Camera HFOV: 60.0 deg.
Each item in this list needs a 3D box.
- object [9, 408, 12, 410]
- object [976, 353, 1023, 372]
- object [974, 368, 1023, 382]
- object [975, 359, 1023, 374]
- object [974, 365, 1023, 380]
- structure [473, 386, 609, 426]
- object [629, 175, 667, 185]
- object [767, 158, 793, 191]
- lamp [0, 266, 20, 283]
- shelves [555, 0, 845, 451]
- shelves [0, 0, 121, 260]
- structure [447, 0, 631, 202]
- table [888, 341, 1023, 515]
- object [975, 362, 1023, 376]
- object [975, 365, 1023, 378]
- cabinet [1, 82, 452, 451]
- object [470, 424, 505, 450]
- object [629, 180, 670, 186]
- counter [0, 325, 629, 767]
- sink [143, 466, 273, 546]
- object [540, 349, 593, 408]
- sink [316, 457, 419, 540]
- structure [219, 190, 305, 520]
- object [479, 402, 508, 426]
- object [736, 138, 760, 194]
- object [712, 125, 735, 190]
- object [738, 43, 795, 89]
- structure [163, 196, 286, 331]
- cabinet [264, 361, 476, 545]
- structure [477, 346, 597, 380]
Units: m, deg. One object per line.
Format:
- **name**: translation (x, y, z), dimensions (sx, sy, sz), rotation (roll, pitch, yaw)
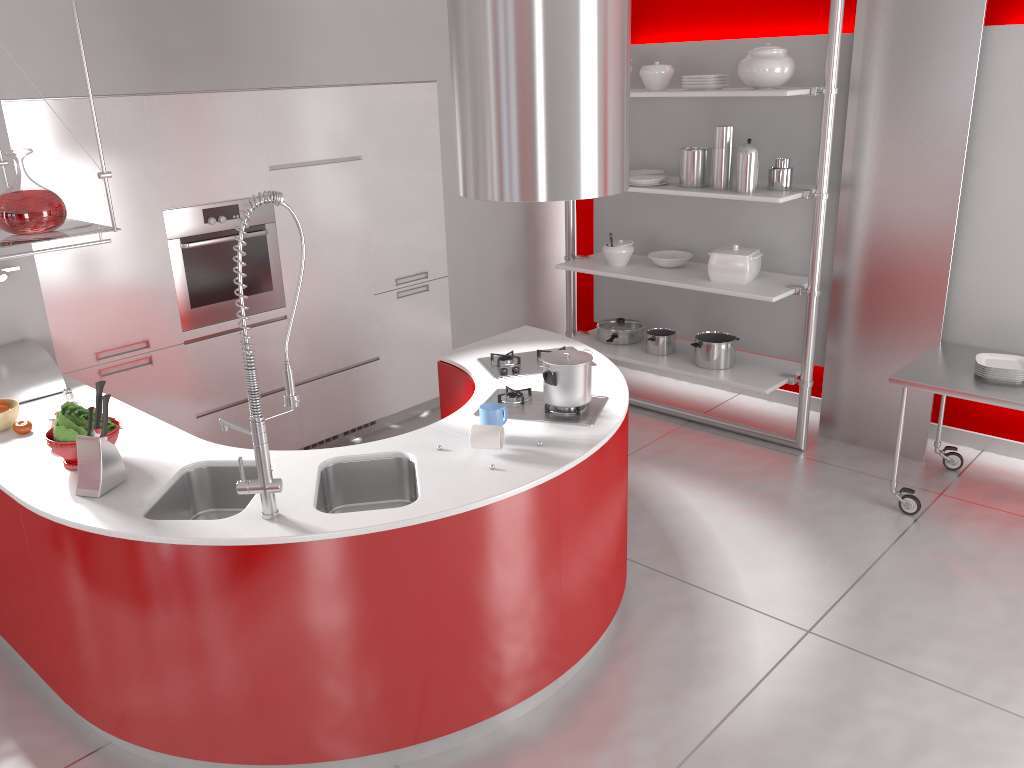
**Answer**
- **object**: translation (-1.896, 0.120, 3.335), dimensions (0.065, 0.056, 0.059), rotation (13, 24, 36)
- **object**: translation (2.245, -0.095, 4.053), dimensions (0.228, 0.020, 0.228), rotation (7, 21, 23)
- **object**: translation (2.247, -0.047, 4.070), dimensions (0.228, 0.020, 0.228), rotation (7, 21, 23)
- **object**: translation (2.245, -0.085, 4.056), dimensions (0.228, 0.020, 0.228), rotation (7, 21, 23)
- **object**: translation (2.246, -0.057, 4.066), dimensions (0.228, 0.020, 0.228), rotation (7, 21, 23)
- **structure**: translation (0.114, 0.069, 3.337), dimensions (0.457, 0.037, 0.303), rotation (4, 20, 17)
- **object**: translation (0.765, -1.168, 5.101), dimensions (0.244, 0.042, 0.244), rotation (8, 22, 26)
- **object**: translation (1.427, -1.115, 4.712), dimensions (0.127, 0.157, 0.127), rotation (-16, 24, -34)
- **lamp**: translation (-2.187, -0.419, 3.530), dimensions (0.155, 0.081, 0.454), rotation (15, 26, 40)
- **shelves**: translation (0.981, -1.023, 5.127), dimensions (1.735, 2.599, 0.535), rotation (15, 26, 40)
- **shelves**: translation (-1.803, -0.981, 2.921), dimensions (0.934, 1.023, 0.462), rotation (15, 26, 40)
- **structure**: translation (0.101, -1.178, 3.185), dimensions (0.644, 0.958, 0.644), rotation (1, 20, 9)
- **table**: translation (2.592, 0.356, 3.950), dimensions (1.627, 0.682, 0.749), rotation (16, 26, 41)
- **object**: translation (2.246, -0.076, 4.060), dimensions (0.228, 0.020, 0.228), rotation (7, 21, 23)
- **object**: translation (2.246, -0.066, 4.063), dimensions (0.228, 0.020, 0.228), rotation (7, 21, 23)
- **cabinet**: translation (-1.441, -0.565, 4.931), dimensions (0.614, 2.026, 2.398), rotation (15, 26, 40)
- **object**: translation (-0.078, 0.170, 2.942), dimensions (0.100, 0.080, 0.109), rotation (2, 20, 12)
- **object**: translation (0.766, -1.155, 5.106), dimensions (0.280, 0.015, 0.280), rotation (-8, 20, -16)
- **counter**: translation (-0.885, 0.553, 3.442), dimensions (2.865, 0.880, 1.868), rotation (-6, 20, -12)
- **sink**: translation (-0.937, 0.425, 2.809), dimensions (0.326, 0.172, 0.428), rotation (-1, 20, 4)
- **object**: translation (0.204, -0.027, 3.268), dimensions (0.189, 0.185, 0.218), rotation (0, 20, 5)
- **sink**: translation (-0.451, 0.402, 2.825), dimensions (0.326, 0.172, 0.428), rotation (-5, 20, -7)
- **structure**: translation (-0.715, -0.071, 2.490), dimensions (0.308, 0.920, 0.178), rotation (-3, 20, -3)
- **object**: translation (-0.067, 0.118, 3.061), dimensions (0.080, 0.100, 0.109), rotation (4, 20, 15)
- **object**: translation (1.231, -1.139, 4.623), dimensions (0.115, 0.274, 0.115), rotation (12, 24, 34)
- **object**: translation (1.134, -1.213, 4.759), dimensions (0.109, 0.329, 0.110), rotation (14, 25, 38)
- **object**: translation (1.317, -1.644, 4.590), dimensions (0.287, 0.222, 0.287), rotation (-3, 20, -3)
- **structure**: translation (-1.416, -0.612, 4.453), dimensions (0.050, 0.589, 0.599), rotation (15, 26, 40)
- **cabinet**: translation (-1.057, 0.457, 3.634), dimensions (1.875, 0.761, 1.025), rotation (-3, 20, -2)
- **structure**: translation (0.103, -0.110, 3.840), dimensions (0.457, 0.037, 0.303), rotation (-8, 20, -16)
